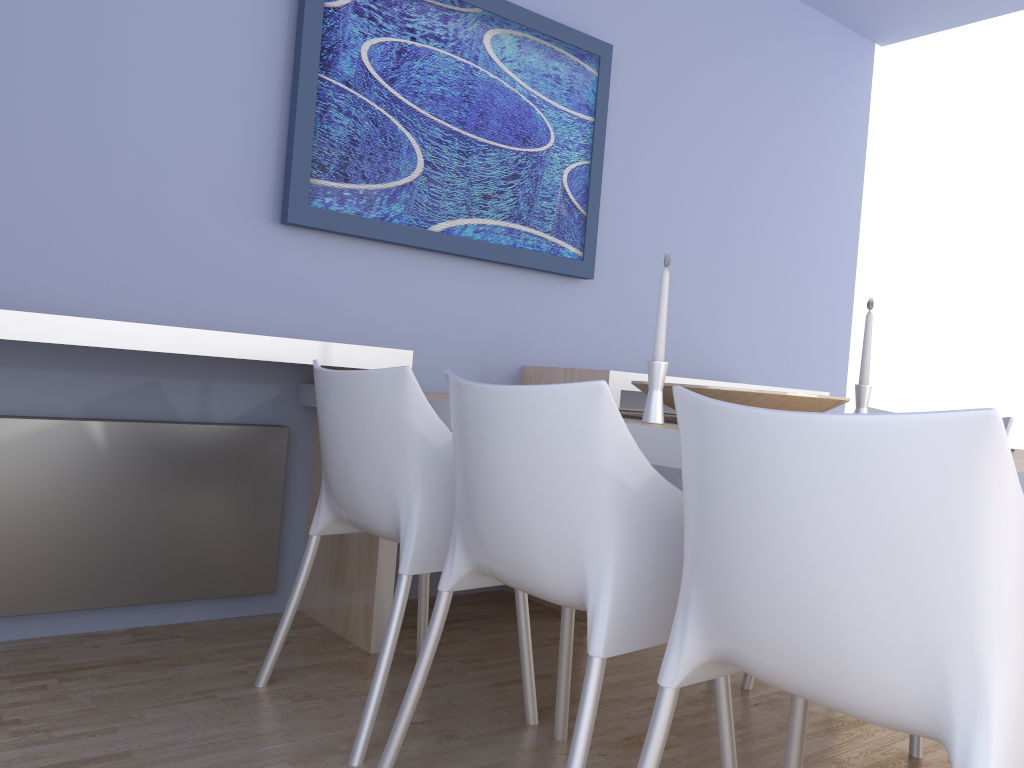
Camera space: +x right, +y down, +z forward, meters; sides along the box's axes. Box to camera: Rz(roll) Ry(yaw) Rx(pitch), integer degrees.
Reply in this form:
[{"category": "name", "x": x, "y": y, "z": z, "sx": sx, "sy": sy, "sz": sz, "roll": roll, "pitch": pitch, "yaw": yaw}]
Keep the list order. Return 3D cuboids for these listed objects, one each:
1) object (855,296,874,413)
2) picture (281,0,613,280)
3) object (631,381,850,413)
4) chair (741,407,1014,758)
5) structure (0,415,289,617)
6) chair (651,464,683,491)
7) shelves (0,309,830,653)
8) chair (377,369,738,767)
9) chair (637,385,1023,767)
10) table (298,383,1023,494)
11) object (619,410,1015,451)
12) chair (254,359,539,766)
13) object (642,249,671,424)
[{"category": "object", "x": 0.891, "y": -0.049, "z": 2.237, "sx": 0.045, "sy": 0.349, "sz": 0.045, "roll": 5, "pitch": 0, "yaw": -38}, {"category": "picture", "x": -0.154, "y": -0.891, "z": 3.036, "sx": 1.252, "sy": 0.901, "sz": 0.049, "roll": 5, "pitch": 0, "yaw": -38}, {"category": "object", "x": 0.524, "y": 0.053, "z": 2.072, "sx": 0.493, "sy": 0.081, "sz": 0.493, "roll": 5, "pitch": 0, "yaw": -20}, {"category": "chair", "x": 0.994, "y": 0.458, "z": 2.357, "sx": 0.486, "sy": 0.793, "sz": 0.510, "roll": 5, "pitch": 0, "yaw": -37}, {"category": "structure", "x": -0.431, "y": 0.400, "z": 2.908, "sx": 3.843, "sy": 0.503, "sz": 0.064, "roll": 5, "pitch": 0, "yaw": -38}, {"category": "chair", "x": 0.633, "y": 0.426, "z": 2.819, "sx": 0.486, "sy": 0.793, "sz": 0.510, "roll": 5, "pitch": 0, "yaw": -38}, {"category": "shelves", "x": -0.365, "y": 0.320, "z": 2.724, "sx": 3.901, "sy": 0.840, "sz": 0.463, "roll": 5, "pitch": 0, "yaw": -38}, {"category": "chair", "x": 0.108, "y": 0.388, "z": 1.632, "sx": 0.486, "sy": 0.793, "sz": 0.510, "roll": 5, "pitch": 0, "yaw": -38}, {"category": "chair", "x": 0.461, "y": 0.419, "z": 1.180, "sx": 0.486, "sy": 0.793, "sz": 0.510, "roll": 5, "pitch": 0, "yaw": -38}, {"category": "table", "x": 0.422, "y": 0.449, "z": 2.152, "sx": 1.002, "sy": 0.718, "sz": 2.340, "roll": 5, "pitch": 0, "yaw": -38}, {"category": "object", "x": 0.524, "y": 0.095, "z": 2.073, "sx": 0.594, "sy": 0.005, "sz": 0.986, "roll": 5, "pitch": 0, "yaw": -39}, {"category": "chair", "x": -0.246, "y": 0.357, "z": 2.083, "sx": 0.486, "sy": 0.793, "sz": 0.510, "roll": 5, "pitch": 0, "yaw": -38}, {"category": "object", "x": 0.295, "y": -0.096, "z": 1.768, "sx": 0.045, "sy": 0.349, "sz": 0.045, "roll": 5, "pitch": 0, "yaw": 3}]
